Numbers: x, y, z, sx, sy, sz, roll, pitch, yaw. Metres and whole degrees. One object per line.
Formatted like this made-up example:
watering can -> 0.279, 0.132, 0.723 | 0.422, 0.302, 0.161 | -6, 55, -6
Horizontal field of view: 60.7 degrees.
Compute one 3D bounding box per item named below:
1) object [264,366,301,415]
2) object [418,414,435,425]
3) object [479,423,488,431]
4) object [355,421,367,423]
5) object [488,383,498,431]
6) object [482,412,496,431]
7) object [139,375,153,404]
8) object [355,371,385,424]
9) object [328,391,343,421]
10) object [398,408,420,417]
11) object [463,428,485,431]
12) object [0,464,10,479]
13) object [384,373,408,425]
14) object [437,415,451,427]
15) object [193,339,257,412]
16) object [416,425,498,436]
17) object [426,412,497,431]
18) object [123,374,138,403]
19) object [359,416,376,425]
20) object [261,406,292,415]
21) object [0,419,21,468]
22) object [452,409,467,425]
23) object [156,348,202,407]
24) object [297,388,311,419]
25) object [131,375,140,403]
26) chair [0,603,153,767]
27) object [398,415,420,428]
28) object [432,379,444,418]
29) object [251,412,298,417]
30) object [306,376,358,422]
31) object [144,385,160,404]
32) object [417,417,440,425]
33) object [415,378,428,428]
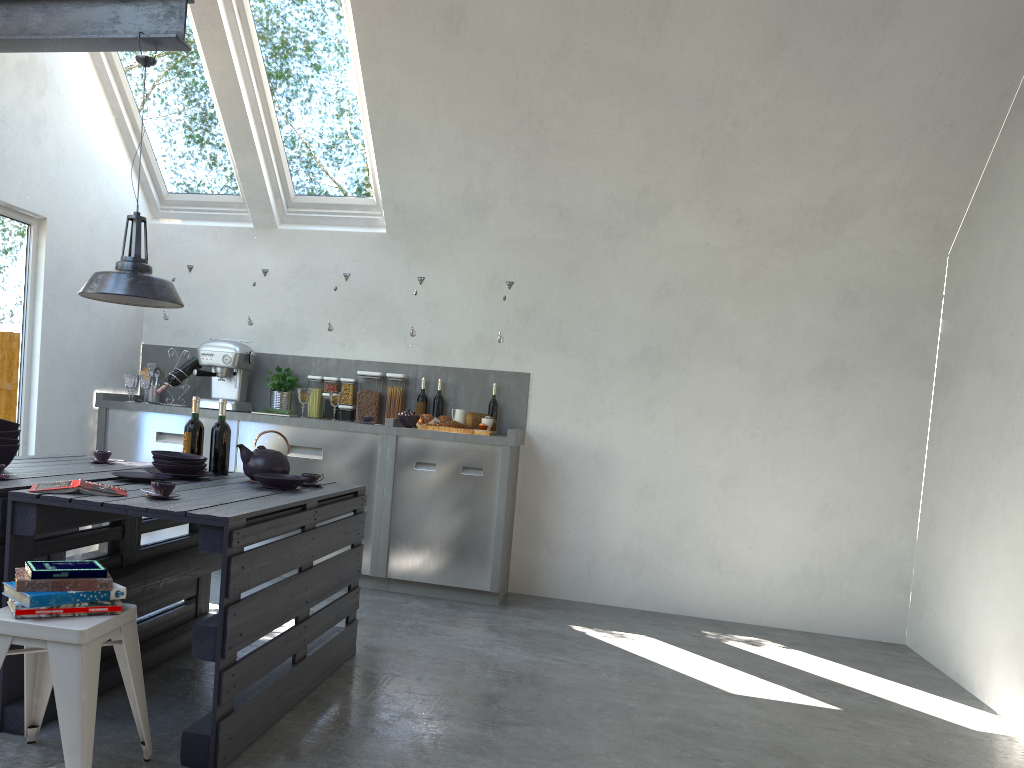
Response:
object -> -1.592, 0.046, 6.028 | 0.234, 0.343, 0.263 | 4, 2, -37
object -> -0.546, 0.230, 5.629 | 0.112, 0.077, 0.125 | 6, -1, -37
object -> -0.178, 0.266, 5.423 | 0.058, 0.046, 0.059 | 5, 0, -5
object -> -0.940, 0.246, 5.564 | 0.128, 0.013, 0.028 | 6, -1, -13
object -> -0.126, 0.168, 5.794 | 0.064, 0.346, 0.060 | 6, 3, 13
object -> -0.154, 0.232, 5.476 | 0.069, 0.121, 0.077 | 4, 2, -35
object -> -2.514, 0.039, 5.999 | 0.103, 0.193, 0.093 | 6, 2, 33
object -> -0.975, 0.096, 5.979 | 0.179, 0.356, 0.125 | 6, 3, 10
object -> -1.166, 0.147, 5.758 | 0.098, 0.193, 0.098 | 5, 2, -2
object -> -0.649, 0.190, 5.520 | 0.159, 0.095, 0.142 | 5, -1, -4
object -> -0.225, 0.283, 5.402 | 0.205, 0.003, 0.019 | 3, -3, 35
object -> -1.826, 0.306, 3.073 | 0.116, 0.056, 0.116 | 5, -1, -3
object -> -0.794, 0.111, 5.941 | 0.131, 0.356, 0.125 | 6, 3, 9
object -> -0.440, 0.241, 5.672 | 0.112, 0.077, 0.125 | 6, -1, -37
object -> -1.978, -0.067, 6.011 | 0.366, 0.502, 0.418 | 5, 1, 9
object -> -0.345, 0.293, 5.536 | 0.481, 0.028, 0.300 | 5, -2, 11
object -> -0.325, 0.226, 5.541 | 0.439, 0.112, 0.130 | 6, 0, -18
object -> -2.600, 0.029, 5.949 | 0.099, 0.193, 0.097 | 5, 2, 4
object -> -0.924, 0.232, 5.601 | 0.121, 0.056, 0.111 | 4, -1, 25
object -> -1.584, 0.176, 5.776 | 0.289, 0.053, 0.135 | 4, -2, 27
object -> -2.014, 0.226, 3.362 | 0.198, 0.215, 0.208 | 5, 0, 11
object -> -0.337, 0.224, 5.640 | 0.085, 0.120, 0.085 | 6, 2, 31
object -> -2.351, -0.047, 6.090 | 0.246, 0.395, 0.312 | 7, 2, 39
object -> -1.351, 0.127, 5.660 | 0.093, 0.193, 0.103 | 4, 2, -31
object -> -2.638, 0.032, 6.091 | 0.095, 0.193, 0.101 | 5, 2, -19
chair -> -1.322, 0.907, 2.547 | 0.426, 0.506, 0.431 | 5, 1, 5
object -> -0.654, 0.240, 5.522 | 0.139, 0.079, 0.154 | 6, -1, -32
object -> -0.495, 0.139, 5.878 | 0.074, 0.346, 0.070 | 6, 3, 13
object -> -1.565, 0.201, 5.774 | 0.267, 0.012, 0.177 | 5, -2, 8
object -> -1.243, 0.103, 6.025 | 0.349, 0.295, 0.103 | 5, 2, 12
object -> -2.585, 0.073, 6.287 | 0.101, 0.132, 0.112 | 4, 1, -39
object -> -0.504, 0.239, 5.630 | 0.206, 0.059, 0.191 | 4, -2, 30
object -> -0.607, 0.130, 5.904 | 0.073, 0.346, 0.072 | 5, 3, 3
